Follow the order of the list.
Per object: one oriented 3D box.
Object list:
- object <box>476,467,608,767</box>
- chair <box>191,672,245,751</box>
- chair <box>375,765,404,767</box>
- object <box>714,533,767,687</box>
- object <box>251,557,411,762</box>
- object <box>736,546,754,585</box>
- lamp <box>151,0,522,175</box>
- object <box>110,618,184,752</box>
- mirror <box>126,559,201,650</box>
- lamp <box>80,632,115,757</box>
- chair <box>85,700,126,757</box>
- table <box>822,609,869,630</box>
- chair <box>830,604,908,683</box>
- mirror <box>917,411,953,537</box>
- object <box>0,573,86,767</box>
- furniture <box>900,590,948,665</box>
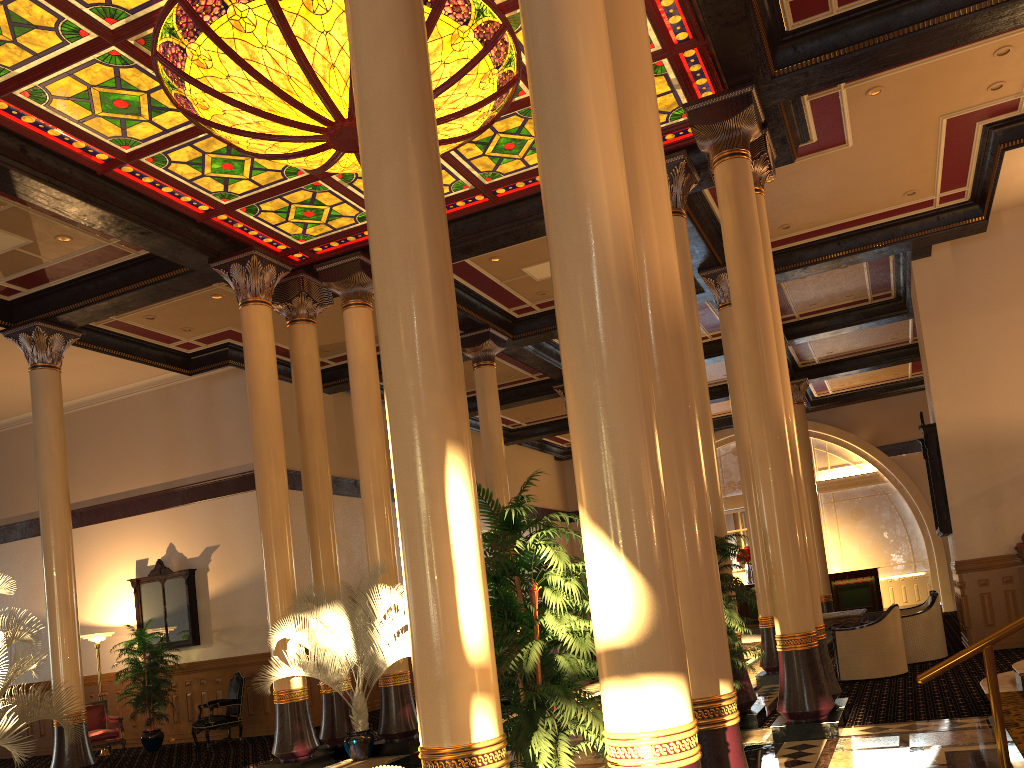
[{"bbox_3d":[0.127,1.481,4.339,1.099,2.120,1.034,-5,-7,-20],"label":"object"},{"bbox_3d":[-4.566,5.071,13.508,0.772,1.083,0.726,0,-11,-43],"label":"chair"},{"bbox_3d":[-0.057,1.370,1.815,0.729,1.083,0.768,-13,-10,36],"label":"chair"},{"bbox_3d":[1.852,2.284,8.210,1.025,2.120,1.108,-8,-7,10],"label":"object"},{"bbox_3d":[-1.581,3.109,9.847,1.791,2.239,2.152,-11,-10,25],"label":"object"},{"bbox_3d":[4.197,-0.608,7.939,0.667,4.204,30.795,-8,-15,5],"label":"object"},{"bbox_3d":[-1.375,-2.358,7.353,2.948,0.591,3.121,-13,-15,19],"label":"lamp"},{"bbox_3d":[-5.877,4.857,14.047,1.099,2.120,1.034,-5,-7,-20],"label":"object"},{"bbox_3d":[-5.942,3.755,14.833,1.363,1.532,0.206,-11,-6,21],"label":"mirror"},{"bbox_3d":[-6.806,5.147,14.408,0.591,1.983,0.578,-6,-6,-18],"label":"lamp"},{"bbox_3d":[-6.521,5.447,13.606,0.632,0.906,0.710,-14,-11,41],"label":"chair"},{"bbox_3d":[4.730,3.829,12.925,1.088,0.759,1.700,-12,-14,22],"label":"table"},{"bbox_3d":[4.698,3.360,11.330,0.757,0.899,0.992,-15,-13,41],"label":"chair"},{"bbox_3d":[6.615,1.405,13.685,0.251,1.957,1.844,-9,-9,23],"label":"mirror"},{"bbox_3d":[-3.682,2.385,6.041,2.033,2.225,1.868,-9,-9,10],"label":"object"},{"bbox_3d":[6.026,3.624,13.047,0.794,0.927,2.255,-11,-14,22],"label":"furniture"}]
